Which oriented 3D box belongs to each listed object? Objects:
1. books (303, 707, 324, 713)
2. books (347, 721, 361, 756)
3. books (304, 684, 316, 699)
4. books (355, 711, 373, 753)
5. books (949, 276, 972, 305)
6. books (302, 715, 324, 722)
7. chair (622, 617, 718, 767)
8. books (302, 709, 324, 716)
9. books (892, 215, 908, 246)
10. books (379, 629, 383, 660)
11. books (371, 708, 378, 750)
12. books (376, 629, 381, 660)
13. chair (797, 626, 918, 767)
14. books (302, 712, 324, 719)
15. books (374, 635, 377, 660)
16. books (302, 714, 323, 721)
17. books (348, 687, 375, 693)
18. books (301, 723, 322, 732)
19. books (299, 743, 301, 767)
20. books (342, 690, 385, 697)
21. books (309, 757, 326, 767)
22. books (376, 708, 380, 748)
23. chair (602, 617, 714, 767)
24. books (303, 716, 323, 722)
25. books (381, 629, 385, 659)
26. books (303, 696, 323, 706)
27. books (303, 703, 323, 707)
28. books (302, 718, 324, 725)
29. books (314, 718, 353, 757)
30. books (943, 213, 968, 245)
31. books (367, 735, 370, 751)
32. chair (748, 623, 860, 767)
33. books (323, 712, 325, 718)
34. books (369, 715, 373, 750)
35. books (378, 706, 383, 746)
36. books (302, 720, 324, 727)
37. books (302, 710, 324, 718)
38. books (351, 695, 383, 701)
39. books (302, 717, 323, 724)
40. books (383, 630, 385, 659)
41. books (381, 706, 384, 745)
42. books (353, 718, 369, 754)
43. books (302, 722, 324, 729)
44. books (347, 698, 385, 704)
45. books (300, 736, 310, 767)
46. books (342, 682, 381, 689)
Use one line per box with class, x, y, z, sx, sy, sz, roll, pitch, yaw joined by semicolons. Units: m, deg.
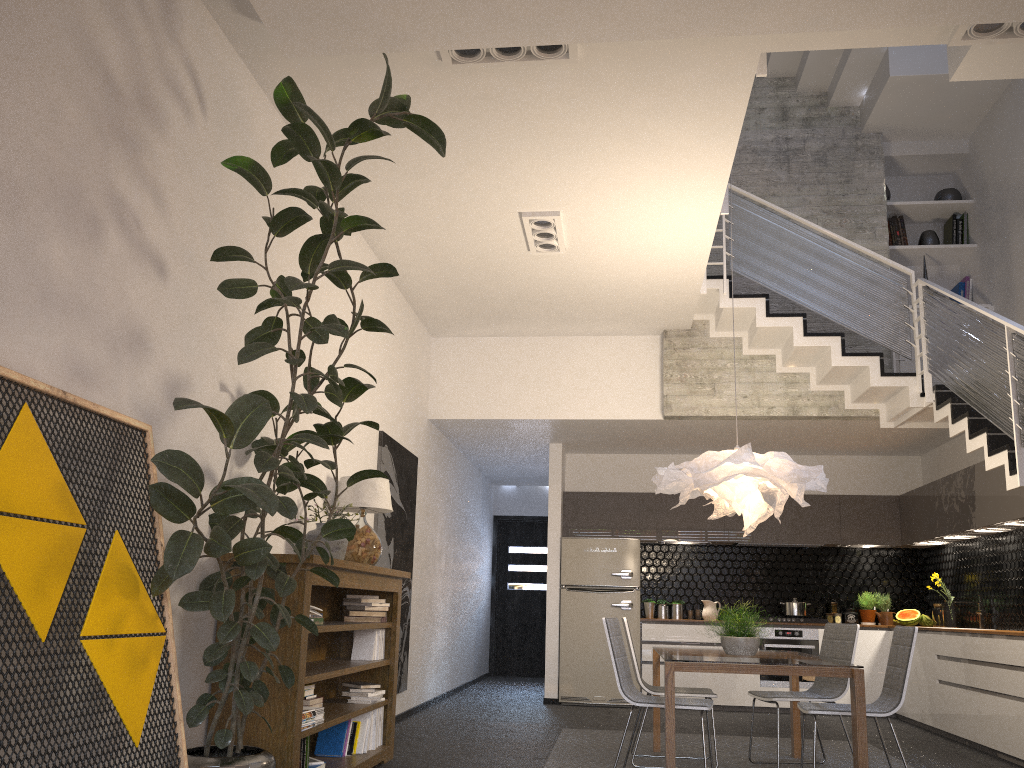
books;-1.063;1.560;4.240;0.219;0.012;0.308;-1;-14;11
books;-0.983;2.086;5.218;0.146;0.181;0.149;-1;-13;10
books;-1.119;1.563;4.518;0.216;0.068;0.159;-3;-14;16
books;-0.938;2.080;5.306;0.174;0.232;0.101;0;-12;7
books;4.283;-0.801;8.461;0.146;0.379;0.275;0;-12;7
books;-1.064;1.594;4.233;0.218;0.006;0.308;-1;-15;11
chair;1.015;1.999;5.779;0.601;0.909;0.480;0;-12;7
books;-1.064;1.569;4.238;0.218;0.007;0.308;-1;-15;11
books;3.762;-1.414;8.650;0.134;0.378;0.275;0;-12;7
books;-0.897;1.654;5.638;0.135;0.187;0.015;0;-11;7
books;-0.914;2.108;5.423;0.175;0.240;0.024;0;-11;7
books;-0.898;1.638;5.573;0.136;0.186;0.018;0;-11;7
chair;1.928;1.809;4.929;0.601;0.909;0.480;0;-12;10
books;-1.058;1.582;4.233;0.218;0.007;0.308;-1;-14;10
books;-0.908;1.648;5.554;0.120;0.157;0.016;0;-11;7
books;-1.061;1.589;4.229;0.218;0.008;0.291;-1;-14;11
books;-0.923;1.869;5.426;0.155;0.022;0.207;5;-15;-12
books;-1.060;1.630;4.216;0.218;0.008;0.308;0;-14;6
books;-1.132;1.838;4.375;0.171;0.238;0.085;0;-12;7
books;-0.909;1.896;5.434;0.175;0.023;0.246;-3;-15;16
books;-1.083;1.991;4.607;0.272;0.049;0.260;12;-18;-37
books;-0.913;2.129;5.506;0.174;0.241;0.019;0;-11;7
chair;0.835;1.815;5.075;0.602;0.909;0.480;-2;-12;16
books;-1.065;1.598;4.223;0.218;0.008;0.291;-2;-15;13
books;-0.892;1.668;5.691;0.136;0.186;0.018;0;-11;7
books;-1.102;1.612;4.513;0.225;0.029;0.181;-1;-14;10
books;-1.113;1.637;4.505;0.243;0.023;0.177;-2;-15;14
books;-1.058;1.608;4.219;0.219;0.012;0.308;-1;-14;11
books;-1.037;2.045;5.161;0.171;0.225;0.167;0;-12;7
books;4.290;-1.419;8.567;0.160;0.378;0.268;0;-12;7
books;-0.951;2.096;5.380;0.175;0.240;0.024;0;-11;7
chair;1.875;1.996;5.675;0.602;0.909;0.480;3;-12;-7
books;-1.098;1.686;4.487;0.243;0.033;0.182;-1;-14;9
books;-0.928;2.120;5.399;0.155;0.203;0.021;0;-11;7
books;-0.907;2.147;5.575;0.175;0.240;0.024;0;-11;7
books;-1.059;1.616;4.219;0.218;0.008;0.308;-1;-15;11
books;-1.060;1.576;4.235;0.218;0.007;0.308;-1;-14;10
books;-0.888;1.917;5.428;0.174;0.019;0.246;2;-14;-3
books;-1.064;1.603;4.222;0.218;0.008;0.291;-2;-15;13
books;-0.888;1.674;5.715;0.135;0.187;0.031;0;-12;7
books;-0.901;2.154;5.606;0.174;0.241;0.040;0;-12;7
books;-0.944;2.090;5.264;0.155;0.192;0.106;0;-12;7
books;-1.060;1.623;4.216;0.218;0.007;0.308;-1;-15;11
books;-0.890;1.935;5.419;0.155;0.020;0.207;-3;-15;17
books;-1.112;1.855;4.443;0.167;0.239;0.105;0;-12;7
books;-0.925;1.849;5.437;0.148;0.023;0.222;14;-19;-40
